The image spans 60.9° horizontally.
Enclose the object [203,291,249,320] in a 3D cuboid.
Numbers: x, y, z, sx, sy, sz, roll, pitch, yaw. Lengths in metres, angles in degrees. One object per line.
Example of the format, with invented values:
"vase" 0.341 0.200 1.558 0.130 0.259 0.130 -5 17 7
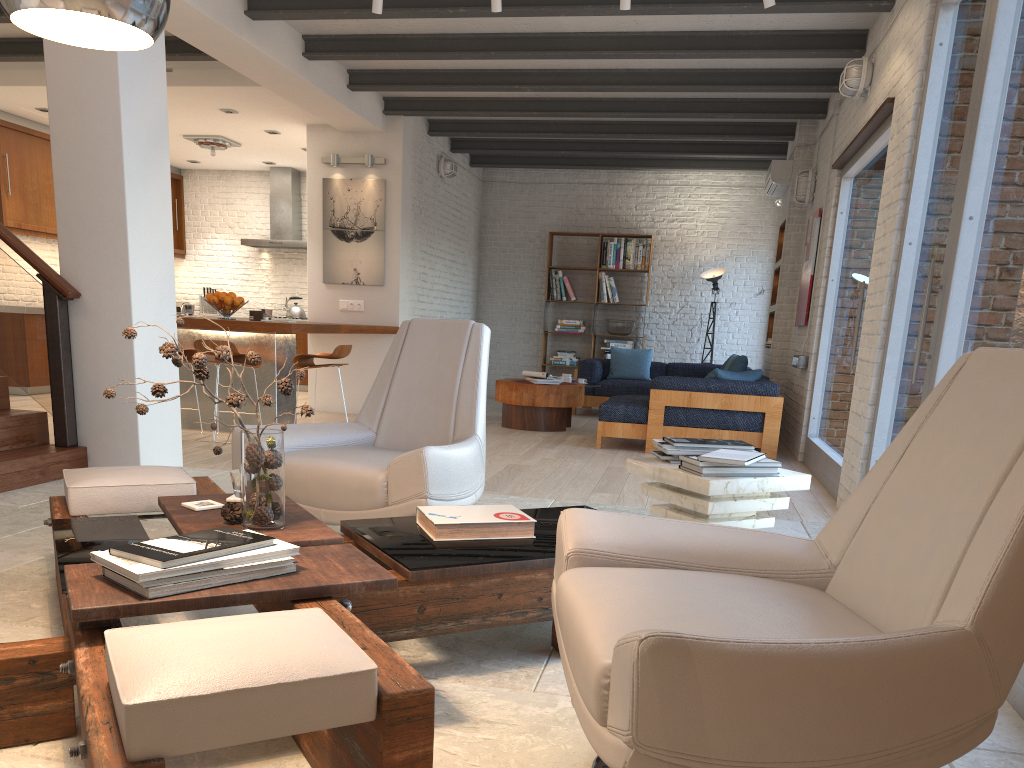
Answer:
"object" -2.355 -0.648 7.192 0.365 0.229 0.353 0 7 -23

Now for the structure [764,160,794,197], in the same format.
"structure" 2.696 -2.079 8.849 0.199 0.226 0.794 5 5 11

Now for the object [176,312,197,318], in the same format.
"object" -2.723 -0.573 7.226 0.286 0.036 0.200 4 4 11

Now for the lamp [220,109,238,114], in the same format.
"lamp" -2.663 -2.585 8.205 0.123 0.057 0.120 4 6 11

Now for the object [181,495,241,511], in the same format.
"object" -0.906 0.366 2.774 0.271 0.036 0.242 2 4 -17

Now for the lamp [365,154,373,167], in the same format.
"lamp" -1.396 -2.180 8.514 0.078 0.108 0.078 11 13 38

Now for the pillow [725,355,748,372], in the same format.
"pillow" 2.217 -0.092 8.743 0.254 0.429 1.180 5 5 11

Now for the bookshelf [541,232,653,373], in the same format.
"bookshelf" 1.099 -0.820 11.518 1.314 2.275 0.352 5 13 10

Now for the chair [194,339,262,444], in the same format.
"chair" -2.234 0.049 6.810 0.404 0.800 0.408 5 12 11

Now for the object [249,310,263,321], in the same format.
"object" -2.091 -0.560 7.154 0.093 0.085 0.111 -3 9 -34

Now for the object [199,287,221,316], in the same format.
"object" -4.178 -1.140 12.034 0.321 0.388 0.064 5 13 10

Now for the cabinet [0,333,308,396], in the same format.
"cabinet" -3.765 -1.343 10.689 4.773 2.926 2.198 0 10 -24

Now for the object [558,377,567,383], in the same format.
"object" 0.494 -0.044 8.939 0.146 0.057 0.170 3 5 0

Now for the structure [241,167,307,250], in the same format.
"structure" -2.986 -2.293 11.378 0.983 1.026 0.442 5 12 10

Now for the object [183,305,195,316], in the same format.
"object" -2.655 -0.604 7.168 0.091 0.087 0.088 4 9 8

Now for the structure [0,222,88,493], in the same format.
"structure" -2.742 -1.622 5.386 10.125 4.270 13.499 4 5 11

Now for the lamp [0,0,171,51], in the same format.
"lamp" -0.272 -0.278 1.159 0.315 2.427 1.986 -10 16 -42

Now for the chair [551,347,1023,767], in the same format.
"chair" 0.620 0.413 1.843 0.984 1.031 0.994 2 9 -5

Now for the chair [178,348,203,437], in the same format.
"chair" -2.761 0.016 6.907 0.404 0.800 0.408 5 12 11

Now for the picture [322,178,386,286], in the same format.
"picture" -1.592 -1.524 8.761 0.653 1.049 0.019 5 14 10

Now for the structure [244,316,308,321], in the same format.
"structure" -3.074 -0.880 11.654 0.809 0.033 0.575 4 4 11

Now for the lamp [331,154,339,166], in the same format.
"lamp" -1.744 -2.203 8.578 0.078 0.108 0.078 11 13 38

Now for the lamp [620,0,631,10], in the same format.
"lamp" 0.639 -2.168 4.907 0.060 0.125 0.083 6 11 13

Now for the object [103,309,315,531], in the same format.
"object" -0.833 0.102 2.413 0.542 0.627 0.306 0 12 -18

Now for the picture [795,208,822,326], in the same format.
"picture" 2.623 -1.004 7.741 0.019 0.991 0.721 6 11 11

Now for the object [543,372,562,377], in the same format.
"object" 0.448 -0.086 9.792 0.184 0.094 0.191 7 7 36

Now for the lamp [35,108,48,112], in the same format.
"lamp" -4.587 -2.709 8.560 0.123 0.057 0.120 4 6 11

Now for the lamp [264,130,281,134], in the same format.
"lamp" -2.486 -2.633 9.055 0.123 0.057 0.120 4 6 11

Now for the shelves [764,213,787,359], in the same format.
"shelves" 2.834 -0.984 9.069 0.191 1.474 0.743 6 12 11

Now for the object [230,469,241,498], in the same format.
"object" -0.872 0.326 2.841 0.091 0.087 0.088 -2 10 -29

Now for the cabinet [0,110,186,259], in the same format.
"cabinet" -5.025 -2.241 10.361 0.460 1.196 3.256 5 5 11

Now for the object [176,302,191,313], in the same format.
"object" -4.677 -1.061 12.106 0.344 0.165 0.243 4 7 11

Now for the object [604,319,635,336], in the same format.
"object" 1.419 -0.740 11.506 0.398 0.208 0.394 -2 7 -37

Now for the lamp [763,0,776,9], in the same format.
"lamp" 1.402 -2.113 4.761 0.087 0.133 0.057 -3 13 -28

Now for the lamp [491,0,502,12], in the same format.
"lamp" -0.090 -2.209 5.043 0.060 0.133 0.083 6 11 13

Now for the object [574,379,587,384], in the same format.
"object" 0.741 -0.025 9.384 0.155 0.059 0.263 3 4 4

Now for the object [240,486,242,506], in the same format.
"object" -0.798 0.351 2.724 0.094 0.085 0.111 0 8 -17

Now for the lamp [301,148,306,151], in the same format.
"lamp" -2.309 -2.680 9.904 0.123 0.057 0.120 4 6 11

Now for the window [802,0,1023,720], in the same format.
"window" 2.467 -2.437 4.673 0.645 6.593 12.012 6 6 11

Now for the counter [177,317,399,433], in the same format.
"counter" -2.248 -0.107 7.981 1.681 0.948 2.432 4 5 11

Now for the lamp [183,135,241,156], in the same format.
"lamp" -3.316 -2.616 9.663 0.449 0.176 0.438 4 5 11

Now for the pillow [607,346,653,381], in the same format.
"pillow" 1.459 -0.248 10.727 0.554 0.423 0.216 4 12 10

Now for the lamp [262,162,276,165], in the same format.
"lamp" -3.042 -2.786 10.920 0.123 0.057 0.120 4 6 11

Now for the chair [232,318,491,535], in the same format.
"chair" -0.524 0.222 3.805 1.016 1.049 0.951 8 10 27

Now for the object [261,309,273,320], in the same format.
"object" -1.983 -0.561 7.056 0.090 0.087 0.089 7 10 26

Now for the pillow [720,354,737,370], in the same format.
"pillow" 2.498 -0.139 10.033 0.243 0.410 1.077 5 5 10

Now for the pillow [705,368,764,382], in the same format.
"pillow" 1.844 0.024 7.493 0.562 0.339 0.366 -1 9 -28

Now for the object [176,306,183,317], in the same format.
"object" -2.751 -0.603 7.281 0.114 0.085 0.091 4 8 11

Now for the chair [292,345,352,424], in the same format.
"chair" -1.533 0.059 7.213 0.421 0.800 0.391 5 12 11

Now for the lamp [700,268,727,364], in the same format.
"lamp" 2.621 -0.519 10.936 0.506 1.906 0.837 -1 13 -16

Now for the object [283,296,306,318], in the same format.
"object" -2.844 -1.011 11.478 0.259 0.284 0.258 9 11 32

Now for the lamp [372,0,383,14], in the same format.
"lamp" -0.798 -2.254 5.170 0.059 0.133 0.083 -1 12 -19

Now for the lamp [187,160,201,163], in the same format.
"lamp" -4.057 -2.851 11.107 0.123 0.057 0.120 4 6 11

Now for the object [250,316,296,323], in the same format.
"object" -1.974 -0.526 7.096 0.394 0.036 0.193 4 4 14

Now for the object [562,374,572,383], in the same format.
"object" 0.576 -0.050 9.224 0.107 0.111 0.106 7 10 27

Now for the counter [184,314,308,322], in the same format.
"counter" -3.594 -0.774 10.419 3.512 0.072 3.248 4 4 11
